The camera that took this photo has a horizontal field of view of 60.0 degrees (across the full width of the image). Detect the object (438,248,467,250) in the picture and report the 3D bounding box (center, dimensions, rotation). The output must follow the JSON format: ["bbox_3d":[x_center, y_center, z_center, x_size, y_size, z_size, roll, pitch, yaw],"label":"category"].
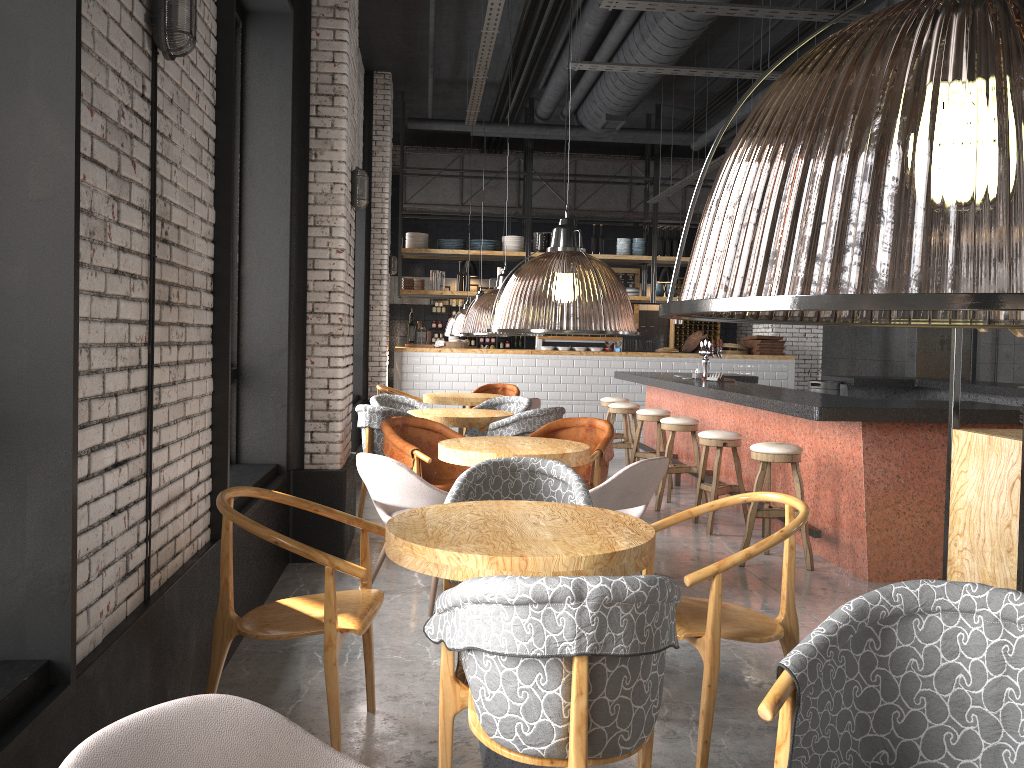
[{"bbox_3d":[-0.894,-1.987,13.209,0.454,0.033,0.454,1,3,3],"label":"object"}]

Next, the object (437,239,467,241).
[{"bbox_3d":[-0.891,-2.129,13.203,0.454,0.050,0.454,2,3,8],"label":"object"}]

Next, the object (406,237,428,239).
[{"bbox_3d":[-1.407,-2.151,13.153,0.335,0.035,0.335,0,3,-30],"label":"object"}]

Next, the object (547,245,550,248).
[{"bbox_3d":[0.624,-2.041,13.362,0.196,0.101,0.196,2,3,14],"label":"object"}]

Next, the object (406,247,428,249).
[{"bbox_3d":[-1.411,-1.999,13.157,0.335,0.033,0.335,3,3,32],"label":"object"}]

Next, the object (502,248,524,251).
[{"bbox_3d":[0.012,-1.994,13.299,0.335,0.045,0.334,0,3,-25],"label":"object"}]

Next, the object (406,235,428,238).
[{"bbox_3d":[-1.408,-2.171,13.152,0.334,0.040,0.335,1,3,-16],"label":"object"}]

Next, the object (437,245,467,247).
[{"bbox_3d":[-0.894,-2.035,13.207,0.454,0.044,0.454,1,3,-10],"label":"object"}]

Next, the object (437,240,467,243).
[{"bbox_3d":[-0.892,-2.106,13.205,0.454,0.047,0.454,1,3,-8],"label":"object"}]

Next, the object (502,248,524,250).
[{"bbox_3d":[0.013,-2.013,13.297,0.335,0.037,0.335,-1,4,-39],"label":"object"}]

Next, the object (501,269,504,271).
[{"bbox_3d":[-0.144,-1.536,13.222,0.132,0.360,0.127,2,2,20],"label":"object"}]

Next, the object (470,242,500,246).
[{"bbox_3d":[-0.406,-2.073,13.254,0.454,0.037,0.454,4,4,39],"label":"object"}]

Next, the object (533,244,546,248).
[{"bbox_3d":[0.412,-2.045,13.341,0.196,0.104,0.196,-1,3,-42],"label":"object"}]

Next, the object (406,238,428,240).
[{"bbox_3d":[-1.407,-2.132,13.153,0.335,0.038,0.335,2,3,15],"label":"object"}]

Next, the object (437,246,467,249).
[{"bbox_3d":[-0.894,-2.011,13.208,0.454,0.043,0.454,1,3,-3],"label":"object"}]

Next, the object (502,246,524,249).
[{"bbox_3d":[0.012,-2.033,13.296,0.334,0.040,0.335,-1,4,-42],"label":"object"}]

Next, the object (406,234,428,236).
[{"bbox_3d":[-1.407,-2.190,13.153,0.335,0.042,0.335,1,3,-9],"label":"object"}]

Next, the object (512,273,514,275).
[{"bbox_3d":[0.017,-1.509,13.252,0.196,0.305,0.196,3,2,32],"label":"object"}]

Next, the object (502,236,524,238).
[{"bbox_3d":[0.016,-2.184,13.293,0.335,0.039,0.335,0,3,-32],"label":"object"}]

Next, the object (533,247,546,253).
[{"bbox_3d":[0.412,-2.001,13.343,0.196,0.102,0.196,2,3,7],"label":"object"}]

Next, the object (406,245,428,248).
[{"bbox_3d":[-1.411,-2.019,13.158,0.335,0.042,0.335,3,3,33],"label":"object"}]

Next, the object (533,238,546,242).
[{"bbox_3d":[0.416,-2.133,13.338,0.196,0.100,0.196,-1,3,-40],"label":"object"}]

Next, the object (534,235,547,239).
[{"bbox_3d":[0.422,-2.178,13.334,0.196,0.107,0.196,2,3,23],"label":"object"}]

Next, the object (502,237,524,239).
[{"bbox_3d":[0.015,-2.165,13.292,0.334,0.039,0.335,0,3,-31],"label":"object"}]

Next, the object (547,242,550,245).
[{"bbox_3d":[0.628,-2.086,13.356,0.196,0.107,0.196,0,3,-34],"label":"object"}]

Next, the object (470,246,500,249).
[{"bbox_3d":[-0.407,-2.026,13.255,0.454,0.042,0.454,4,4,45],"label":"object"}]

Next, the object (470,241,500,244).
[{"bbox_3d":[-0.405,-2.097,13.252,0.454,0.050,0.454,0,3,-30],"label":"object"}]

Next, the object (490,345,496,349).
[{"bbox_3d":[-0.355,-0.670,16.302,0.107,0.108,0.089,4,3,45],"label":"object"}]

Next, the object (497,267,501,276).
[{"bbox_3d":[-0.194,-1.561,13.368,0.126,0.394,0.126,3,2,34],"label":"object"}]

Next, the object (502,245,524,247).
[{"bbox_3d":[0.013,-2.052,13.297,0.335,0.039,0.335,-1,4,-39],"label":"object"}]

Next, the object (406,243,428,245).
[{"bbox_3d":[-1.410,-2.058,13.157,0.335,0.044,0.335,-1,4,-39],"label":"object"}]

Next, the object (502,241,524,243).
[{"bbox_3d":[0.014,-2.107,13.294,0.334,0.043,0.335,0,3,-22],"label":"object"}]

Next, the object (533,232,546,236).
[{"bbox_3d":[0.415,-2.222,13.336,0.196,0.105,0.196,2,3,16],"label":"object"}]

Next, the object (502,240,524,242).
[{"bbox_3d":[0.014,-2.126,13.295,0.335,0.041,0.335,-1,4,-36],"label":"object"}]

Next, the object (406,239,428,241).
[{"bbox_3d":[-1.409,-2.113,13.155,0.334,0.043,0.335,3,3,33],"label":"object"}]

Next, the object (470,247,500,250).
[{"bbox_3d":[-0.407,-2.003,13.257,0.454,0.045,0.454,0,3,-31],"label":"object"}]

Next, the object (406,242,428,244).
[{"bbox_3d":[-1.410,-2.077,13.155,0.335,0.042,0.334,4,4,44],"label":"object"}]

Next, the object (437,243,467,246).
[{"bbox_3d":[-0.892,-2.058,13.207,0.454,0.038,0.454,0,3,-29],"label":"object"}]

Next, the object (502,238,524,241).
[{"bbox_3d":[0.015,-2.146,13.294,0.335,0.044,0.335,-1,3,-35],"label":"object"}]

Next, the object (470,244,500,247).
[{"bbox_3d":[-0.406,-2.049,13.255,0.454,0.038,0.454,1,3,-4],"label":"object"}]

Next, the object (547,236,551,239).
[{"bbox_3d":[0.628,-2.174,13.356,0.196,0.102,0.196,1,3,-12],"label":"object"}]

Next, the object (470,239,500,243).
[{"bbox_3d":[-0.404,-2.120,13.253,0.454,0.039,0.454,2,3,14],"label":"object"}]

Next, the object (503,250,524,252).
[{"bbox_3d":[0.011,-1.974,13.298,0.335,0.033,0.335,3,3,32],"label":"object"}]

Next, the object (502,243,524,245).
[{"bbox_3d":[0.013,-2.087,13.295,0.334,0.039,0.335,1,3,2],"label":"object"}]

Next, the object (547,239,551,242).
[{"bbox_3d":[0.626,-2.129,13.357,0.196,0.102,0.196,2,3,5],"label":"object"}]

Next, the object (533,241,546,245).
[{"bbox_3d":[0.414,-2.089,13.340,0.196,0.102,0.196,2,3,23],"label":"object"}]

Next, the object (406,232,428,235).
[{"bbox_3d":[-1.406,-2.209,13.152,0.334,0.039,0.335,1,3,-15],"label":"object"}]

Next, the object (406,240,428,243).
[{"bbox_3d":[-1.409,-2.097,13.155,0.335,0.038,0.335,2,3,19],"label":"object"}]

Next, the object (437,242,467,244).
[{"bbox_3d":[-0.892,-2.082,13.205,0.454,0.043,0.454,1,3,0],"label":"object"}]

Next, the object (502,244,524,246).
[{"bbox_3d":[0.013,-2.071,13.295,0.335,0.040,0.335,4,4,39],"label":"object"}]

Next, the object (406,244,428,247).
[{"bbox_3d":[-1.411,-2.038,13.156,0.334,0.039,0.335,0,3,-18],"label":"object"}]

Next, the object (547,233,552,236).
[{"bbox_3d":[0.629,-2.218,13.358,0.196,0.103,0.196,0,3,-30],"label":"object"}]

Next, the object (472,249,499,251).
[{"bbox_3d":[-0.408,-1.978,13.257,0.454,0.033,0.454,1,3,3],"label":"object"}]
